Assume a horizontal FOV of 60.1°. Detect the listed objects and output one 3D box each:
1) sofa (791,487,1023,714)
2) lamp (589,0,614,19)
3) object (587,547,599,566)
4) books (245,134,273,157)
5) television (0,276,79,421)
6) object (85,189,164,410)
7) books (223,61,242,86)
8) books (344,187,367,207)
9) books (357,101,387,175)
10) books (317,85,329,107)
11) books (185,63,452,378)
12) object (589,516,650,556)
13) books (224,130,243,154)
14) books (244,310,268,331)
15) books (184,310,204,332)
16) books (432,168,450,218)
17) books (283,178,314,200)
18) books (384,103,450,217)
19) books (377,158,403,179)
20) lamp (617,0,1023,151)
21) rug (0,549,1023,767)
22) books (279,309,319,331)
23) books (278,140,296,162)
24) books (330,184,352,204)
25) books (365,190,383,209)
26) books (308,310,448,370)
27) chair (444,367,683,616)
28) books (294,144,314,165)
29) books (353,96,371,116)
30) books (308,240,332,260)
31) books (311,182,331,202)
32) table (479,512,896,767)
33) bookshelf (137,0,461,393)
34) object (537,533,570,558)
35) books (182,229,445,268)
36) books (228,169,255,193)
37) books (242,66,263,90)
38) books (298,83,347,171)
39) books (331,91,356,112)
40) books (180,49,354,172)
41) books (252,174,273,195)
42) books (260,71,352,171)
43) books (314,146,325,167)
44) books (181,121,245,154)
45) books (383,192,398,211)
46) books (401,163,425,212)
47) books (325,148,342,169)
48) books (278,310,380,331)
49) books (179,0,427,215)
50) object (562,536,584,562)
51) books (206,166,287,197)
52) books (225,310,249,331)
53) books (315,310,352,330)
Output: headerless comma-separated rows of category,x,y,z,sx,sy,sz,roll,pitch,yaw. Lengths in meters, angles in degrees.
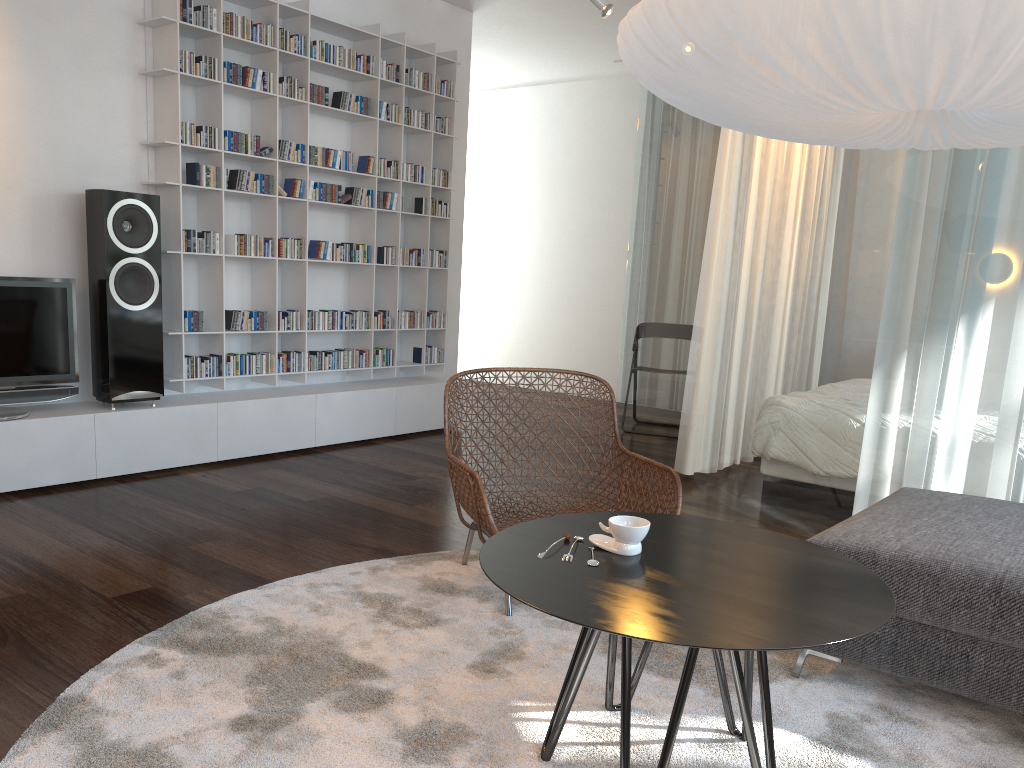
sofa,1.222,0.637,1.364,2.026,0.680,3.051,9,9,38
lamp,0.462,-2.188,4.948,0.250,0.243,0.084,0,11,-22
object,0.173,0.366,1.892,0.026,0.010,0.123,4,7,4
books,-1.353,-1.257,4.694,0.089,0.107,0.163,10,11,37
television,-2.276,-0.160,3.786,0.787,0.608,0.341,-2,11,-33
object,-1.871,-0.394,4.224,0.278,1.016,0.293,11,13,37
books,-1.447,-1.573,4.491,0.098,0.106,0.131,10,11,36
books,-0.933,-1.113,5.270,0.089,0.109,0.117,10,11,37
books,-0.839,-1.471,5.295,0.089,0.437,0.155,12,13,37
books,-1.080,-1.607,4.950,0.089,0.106,0.073,10,12,37
books,-1.066,-0.996,5.136,0.114,1.844,1.941,12,12,37
object,0.240,0.331,1.959,0.091,0.070,0.138,-4,11,-40
books,-1.462,-1.247,4.558,0.098,0.106,0.131,10,11,36
books,-1.416,-0.348,4.856,0.098,0.106,0.131,10,11,36
books,-1.662,-0.325,4.548,0.098,0.106,0.131,10,11,36
books,-0.507,-1.251,5.784,0.114,0.304,0.182,11,13,37
books,-1.193,-1.088,4.944,0.089,0.111,0.157,11,11,37
books,-0.620,-1.401,5.599,0.114,0.634,0.565,12,12,37
books,-0.776,-1.317,5.418,0.101,0.114,0.231,10,11,37
lamp,0.975,-0.701,2.054,1.470,0.213,1.452,1,7,-15
rug,0.333,0.829,2.121,2.830,0.012,2.810,5,7,18
books,-1.238,-0.369,5.082,0.099,0.114,0.266,10,10,36
books,-1.248,-1.269,4.825,0.089,0.109,0.117,10,11,37
books,-1.015,-1.103,5.167,0.089,0.107,0.163,10,11,37
books,-0.858,-1.119,5.366,0.098,0.106,0.143,10,11,36
books,-0.829,-0.292,5.627,0.114,0.354,1.127,11,11,37
chair,0.135,0.334,3.072,0.718,0.719,0.677,0,10,-19
books,-1.176,-1.275,4.918,0.099,0.106,0.138,10,11,36
books,-0.898,-1.624,5.180,0.098,0.106,0.131,10,11,36
books,-1.113,-0.776,5.129,0.089,0.109,0.117,10,11,37
books,-1.109,-1.095,5.051,0.098,0.106,0.131,10,11,36
table,0.341,0.618,1.917,0.841,0.479,0.843,10,10,40
bookshelf,-1.113,-1.056,5.140,0.225,2.102,2.073,12,12,37
object,0.093,0.353,1.941,0.014,0.015,0.166,7,8,25
books,-1.085,-0.779,5.170,0.114,0.115,1.914,10,10,38
books,-1.424,-1.067,4.653,0.089,0.109,0.117,10,11,37
books,-1.367,-1.581,4.590,0.089,0.109,0.117,10,11,37
books,-1.087,-1.445,4.989,0.099,0.437,0.348,11,12,37
books,-0.969,-1.618,5.089,0.089,0.109,0.117,10,11,37
books,-1.293,-1.426,4.727,0.101,0.436,1.118,12,11,37
books,-1.354,-1.070,4.744,0.098,0.106,0.131,10,11,36
books,-1.147,-1.444,4.912,0.100,0.444,0.617,11,12,37
books,-1.109,-1.282,4.999,0.089,0.110,0.073,10,12,37
books,-1.533,-1.240,4.470,0.101,0.105,0.382,10,10,38
books,-0.777,-1.129,5.466,0.089,0.109,0.117,10,11,37
books,-0.659,-1.236,5.593,0.114,0.304,0.229,11,13,37
books,-1.049,-1.290,5.074,0.089,0.109,0.117,10,11,37
books,-1.100,-0.382,5.256,0.114,0.114,0.760,10,10,38
books,-1.101,-1.467,4.965,0.114,0.869,1.743,12,11,37
object,0.134,0.356,1.932,0.025,0.016,0.162,5,7,13
books,-1.410,-1.065,4.672,0.089,0.107,0.501,11,10,38
books,-1.487,-0.342,4.766,0.089,0.109,0.117,10,11,37
books,-1.081,-0.384,5.279,0.114,0.114,0.233,10,10,37
